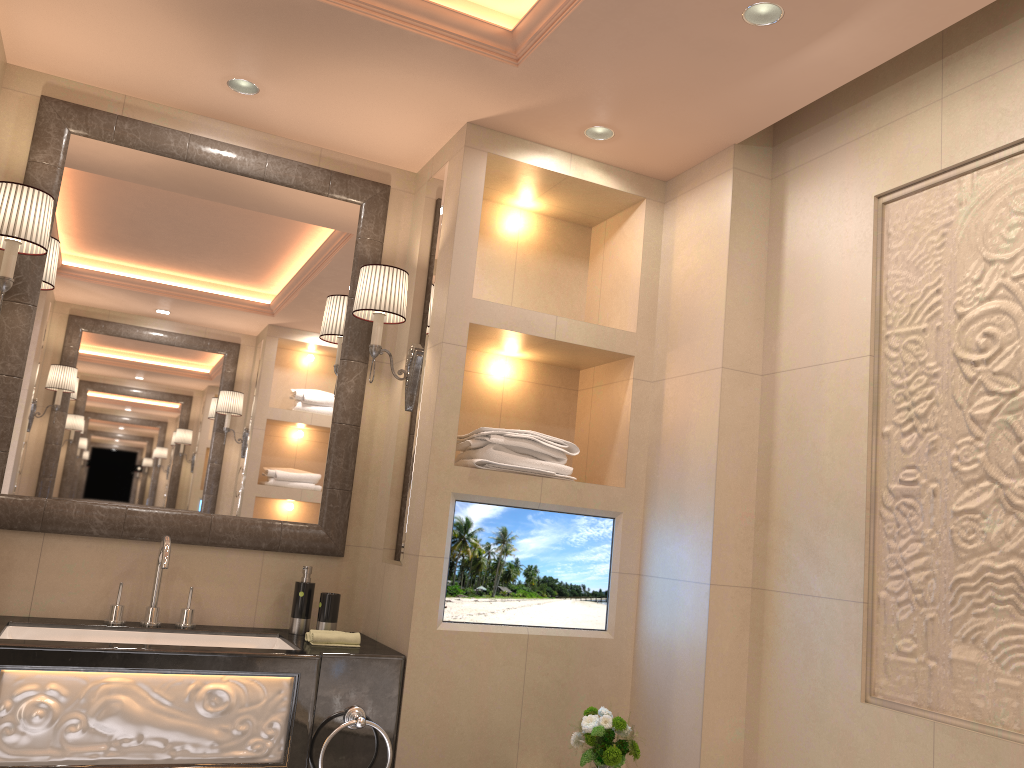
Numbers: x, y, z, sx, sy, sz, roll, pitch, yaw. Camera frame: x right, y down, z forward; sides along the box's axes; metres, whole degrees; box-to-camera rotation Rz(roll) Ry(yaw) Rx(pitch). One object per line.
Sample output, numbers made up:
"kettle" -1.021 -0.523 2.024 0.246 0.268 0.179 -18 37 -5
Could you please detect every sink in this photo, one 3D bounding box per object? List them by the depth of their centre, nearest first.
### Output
"sink" -0.990 0.771 2.428 0.760 0.135 0.349 10 -11 -24

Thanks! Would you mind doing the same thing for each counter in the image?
"counter" -1.034 1.116 2.390 1.330 0.858 0.543 10 -11 -24

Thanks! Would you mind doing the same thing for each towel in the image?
"towel" 0.701 -0.217 1.638 0.517 0.726 3.195 10 -11 -24
"towel" -0.529 0.750 2.624 0.149 0.039 0.096 10 -11 -22

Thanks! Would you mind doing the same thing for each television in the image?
"television" 0.059 0.571 2.763 0.564 0.360 0.025 10 -11 -24

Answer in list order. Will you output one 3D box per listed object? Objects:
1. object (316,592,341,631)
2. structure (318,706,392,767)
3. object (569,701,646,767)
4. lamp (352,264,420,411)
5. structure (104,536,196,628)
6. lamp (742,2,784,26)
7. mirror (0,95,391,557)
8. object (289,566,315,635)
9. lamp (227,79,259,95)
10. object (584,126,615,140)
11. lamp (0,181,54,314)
"object" -0.573 0.721 2.762 0.063 0.134 0.063 4 -10 9
"structure" -0.427 0.997 2.400 0.203 0.226 0.074 10 -11 -24
"object" 0.268 1.020 2.496 0.229 0.252 0.197 2 -10 17
"lamp" -0.414 -0.146 2.869 0.223 0.444 0.174 10 -11 -24
"structure" -1.038 0.589 2.656 0.242 0.268 0.223 0 -12 31
"lamp" 0.604 -0.917 2.126 0.097 0.069 0.097 7 -10 -7
"mirror" -1.008 -0.157 2.851 1.131 1.321 0.041 10 -11 -24
"object" -0.660 0.682 2.802 0.063 0.208 0.063 15 -14 -42
"lamp" -0.825 -0.948 2.738 0.096 0.069 0.096 6 -10 -5
"object" 0.280 -0.827 2.816 0.097 0.069 0.097 7 -10 -7
"lamp" -1.407 -0.321 2.426 0.223 0.444 0.174 10 -11 -24
